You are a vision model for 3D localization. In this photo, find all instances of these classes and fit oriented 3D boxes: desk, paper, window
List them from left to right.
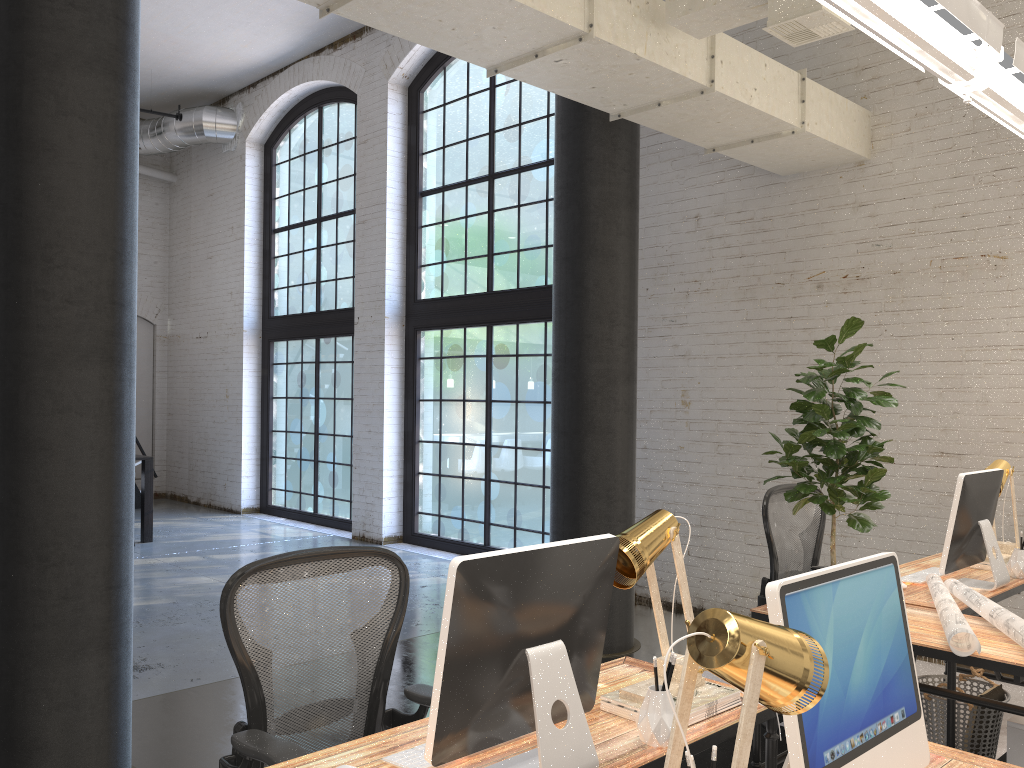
[{"bbox_3d":[-2.299,-0.881,10.554,0.138,5.179,2.490,1,0,-44],"label":"window"},{"bbox_3d":[-0.203,-0.890,8.390,0.138,5.179,2.490,1,0,-44],"label":"window"},{"bbox_3d":[0.032,1.183,2.052,1.401,0.724,0.529,1,-1,-44],"label":"desk"},{"bbox_3d":[0.617,1.180,1.439,1.401,0.724,0.529,1,-1,-44],"label":"desk"},{"bbox_3d":[1.549,0.793,3.169,0.083,0.082,1.134,1,-1,21],"label":"paper"},{"bbox_3d":[1.943,1.214,3.936,1.401,0.724,0.529,1,-1,-44],"label":"desk"},{"bbox_3d":[1.541,1.194,2.949,0.529,0.724,1.401,1,-1,-44],"label":"desk"},{"bbox_3d":[1.665,0.793,3.048,0.083,0.082,1.134,1,-1,11],"label":"paper"}]

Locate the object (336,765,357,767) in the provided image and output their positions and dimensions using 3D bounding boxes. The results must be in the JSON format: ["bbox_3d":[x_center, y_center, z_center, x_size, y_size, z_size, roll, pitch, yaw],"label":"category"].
[{"bbox_3d":[-0.326,0.797,1.799,0.059,0.029,0.106,1,-1,-43],"label":"object"}]

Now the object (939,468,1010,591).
[{"bbox_3d":[1.964,0.607,3.728,0.484,0.485,0.189,1,0,-44],"label":"object"}]

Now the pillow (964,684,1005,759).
[{"bbox_3d":[1.799,1.364,3.410,0.239,0.406,0.119,1,0,-43],"label":"pillow"}]

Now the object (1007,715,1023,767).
[{"bbox_3d":[1.890,1.335,2.797,0.221,0.455,0.544,1,-1,-44],"label":"object"}]

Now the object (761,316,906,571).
[{"bbox_3d":[1.190,0.295,3.287,0.438,1.077,0.514,1,0,37],"label":"object"}]

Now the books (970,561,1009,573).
[{"bbox_3d":[2.319,0.840,4.157,0.309,0.038,0.225,2,-1,-44],"label":"books"}]

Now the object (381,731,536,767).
[{"bbox_3d":[-0.085,0.810,2.022,0.439,0.017,0.118,2,-1,-44],"label":"object"}]

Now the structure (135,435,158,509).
[{"bbox_3d":[-5.630,0.077,11.589,1.662,3.186,0.929,1,0,-44],"label":"structure"}]

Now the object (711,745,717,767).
[{"bbox_3d":[0.328,0.710,1.470,0.008,0.207,0.054,1,0,29],"label":"object"}]

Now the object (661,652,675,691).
[{"bbox_3d":[0.347,0.720,2.047,0.054,0.207,0.008,1,0,11],"label":"object"}]

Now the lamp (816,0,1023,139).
[{"bbox_3d":[0.401,-2.238,1.613,7.303,2.864,0.226,1,-1,-44],"label":"lamp"}]

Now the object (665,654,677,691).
[{"bbox_3d":[0.352,0.720,2.035,0.054,0.207,0.008,1,0,33],"label":"object"}]

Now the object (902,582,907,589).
[{"bbox_3d":[1.585,0.828,3.682,0.059,0.029,0.106,1,-1,-43],"label":"object"}]

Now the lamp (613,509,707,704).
[{"bbox_3d":[0.357,0.557,2.258,0.344,0.470,0.127,1,0,-44],"label":"lamp"}]

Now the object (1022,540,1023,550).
[{"bbox_3d":[2.257,0.751,3.930,0.054,0.207,0.008,1,0,11],"label":"object"}]

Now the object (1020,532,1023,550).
[{"bbox_3d":[2.243,0.750,3.905,0.008,0.207,0.054,1,0,29],"label":"object"}]

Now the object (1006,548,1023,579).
[{"bbox_3d":[2.247,0.793,3.920,0.101,0.127,0.101,1,0,1],"label":"object"}]

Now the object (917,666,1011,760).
[{"bbox_3d":[1.748,1.351,3.471,0.353,0.435,0.359,0,-1,42],"label":"object"}]

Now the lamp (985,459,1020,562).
[{"bbox_3d":[2.266,0.588,4.143,0.344,0.470,0.126,1,0,-44],"label":"lamp"}]

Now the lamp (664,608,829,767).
[{"bbox_3d":[0.308,0.540,1.233,0.344,0.470,0.127,1,0,-44],"label":"lamp"}]

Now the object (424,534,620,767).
[{"bbox_3d":[0.054,0.576,1.844,0.484,0.485,0.189,1,0,-44],"label":"object"}]

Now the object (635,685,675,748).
[{"bbox_3d":[0.336,0.762,2.036,0.101,0.127,0.101,1,0,1],"label":"object"}]

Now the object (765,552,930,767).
[{"bbox_3d":[0.610,0.580,1.647,0.484,0.485,0.189,1,0,-44],"label":"object"}]

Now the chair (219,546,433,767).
[{"bbox_3d":[-0.371,1.005,2.333,0.792,1.085,0.770,1,0,30],"label":"chair"}]

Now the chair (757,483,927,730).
[{"bbox_3d":[1.539,1.037,4.217,0.792,1.085,0.770,1,0,30],"label":"chair"}]

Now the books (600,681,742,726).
[{"bbox_3d":[0.409,0.809,2.274,0.309,0.038,0.225,2,-1,-44],"label":"books"}]

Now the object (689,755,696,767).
[{"bbox_3d":[0.314,0.710,1.444,0.054,0.207,0.008,1,0,11],"label":"object"}]

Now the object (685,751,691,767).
[{"bbox_3d":[0.309,0.711,1.456,0.054,0.207,0.008,1,0,33],"label":"object"}]

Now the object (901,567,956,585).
[{"bbox_3d":[1.825,0.841,3.906,0.439,0.017,0.118,2,-1,-44],"label":"object"}]

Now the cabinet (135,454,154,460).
[{"bbox_3d":[-5.106,1.175,8.611,2.692,0.910,1.370,1,-1,-44],"label":"cabinet"}]

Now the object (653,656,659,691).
[{"bbox_3d":[0.332,0.719,2.022,0.008,0.207,0.054,1,0,29],"label":"object"}]
